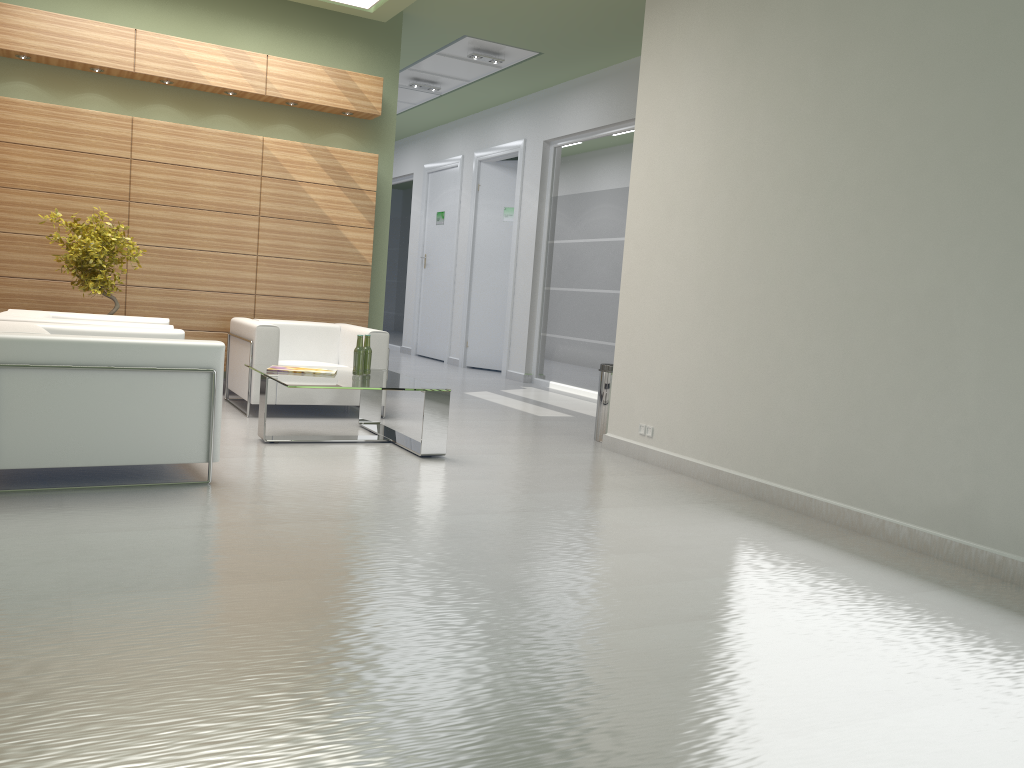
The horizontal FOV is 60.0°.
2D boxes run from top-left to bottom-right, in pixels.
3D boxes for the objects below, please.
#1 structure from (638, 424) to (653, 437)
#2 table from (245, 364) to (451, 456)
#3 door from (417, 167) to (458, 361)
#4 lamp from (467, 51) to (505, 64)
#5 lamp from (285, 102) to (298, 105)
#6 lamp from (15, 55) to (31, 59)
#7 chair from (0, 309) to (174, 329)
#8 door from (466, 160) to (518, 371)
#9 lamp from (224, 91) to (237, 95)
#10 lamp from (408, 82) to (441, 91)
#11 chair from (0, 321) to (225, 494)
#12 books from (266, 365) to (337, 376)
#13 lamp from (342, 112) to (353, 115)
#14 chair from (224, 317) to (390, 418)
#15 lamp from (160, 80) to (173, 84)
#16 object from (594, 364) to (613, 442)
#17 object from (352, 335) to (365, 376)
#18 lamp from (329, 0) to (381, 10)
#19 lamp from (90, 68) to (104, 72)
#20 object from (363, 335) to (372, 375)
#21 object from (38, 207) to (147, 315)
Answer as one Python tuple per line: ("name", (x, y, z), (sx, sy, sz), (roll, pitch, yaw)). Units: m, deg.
("structure", (1.591, 0.548, 10.537), (0.017, 0.118, 0.262), (2, 6, -28))
("table", (-1.985, 0.275, 10.249), (1.783, 0.742, 2.197), (2, 6, -28))
("door", (-2.061, -3.251, 24.126), (0.250, 5.083, 2.089), (2, 6, -28))
("lamp", (-0.488, -6.174, 16.692), (0.657, 0.159, 0.286), (2, 6, -28))
("lamp", (-3.373, -4.317, 13.575), (0.181, 0.074, 0.181), (7, 6, 22))
("lamp", (-6.554, -4.409, 11.886), (0.181, 0.074, 0.181), (1, 6, -34))
("chair", (-4.781, -0.144, 10.001), (1.769, 1.234, 1.894), (2, 6, -23))
("door", (-0.060, -2.855, 21.586), (2.089, 5.083, 0.134), (8, 6, 32))
("lamp", (-4.171, -4.340, 13.152), (0.181, 0.074, 0.181), (1, 6, -34))
("lamp", (-1.901, -6.536, 19.373), (0.657, 0.159, 0.286), (2, 6, -28))
("chair", (-3.719, 0.132, 7.951), (1.802, 1.234, 1.894), (1, 6, -33))
("books", (-2.442, -0.159, 10.350), (0.762, 0.025, 0.508), (4, 5, -8))
("lamp", (-2.592, -4.294, 13.990), (0.181, 0.074, 0.181), (1, 6, -34))
("chair", (-2.929, -0.242, 12.605), (1.894, 1.234, 1.802), (2, 6, -28))
("lamp", (-4.957, -4.363, 12.734), (0.181, 0.074, 0.181), (7, 6, 22))
("object", (1.364, 0.259, 11.898), (0.482, 1.027, 0.483), (8, 6, 33))
("object", (-1.795, -0.340, 10.414), (0.131, 0.475, 0.131), (7, 6, 27))
("lamp", (-2.991, -5.555, 10.048), (4.571, 0.325, 5.060), (2, 6, -28))
("lamp", (-5.760, -4.386, 12.307), (0.181, 0.074, 0.181), (1, 6, -34))
("object", (-1.737, -0.352, 10.581), (0.131, 0.475, 0.131), (7, 6, 27))
("object", (-5.448, -1.006, 11.393), (1.116, 2.565, 1.201), (8, 6, 30))
